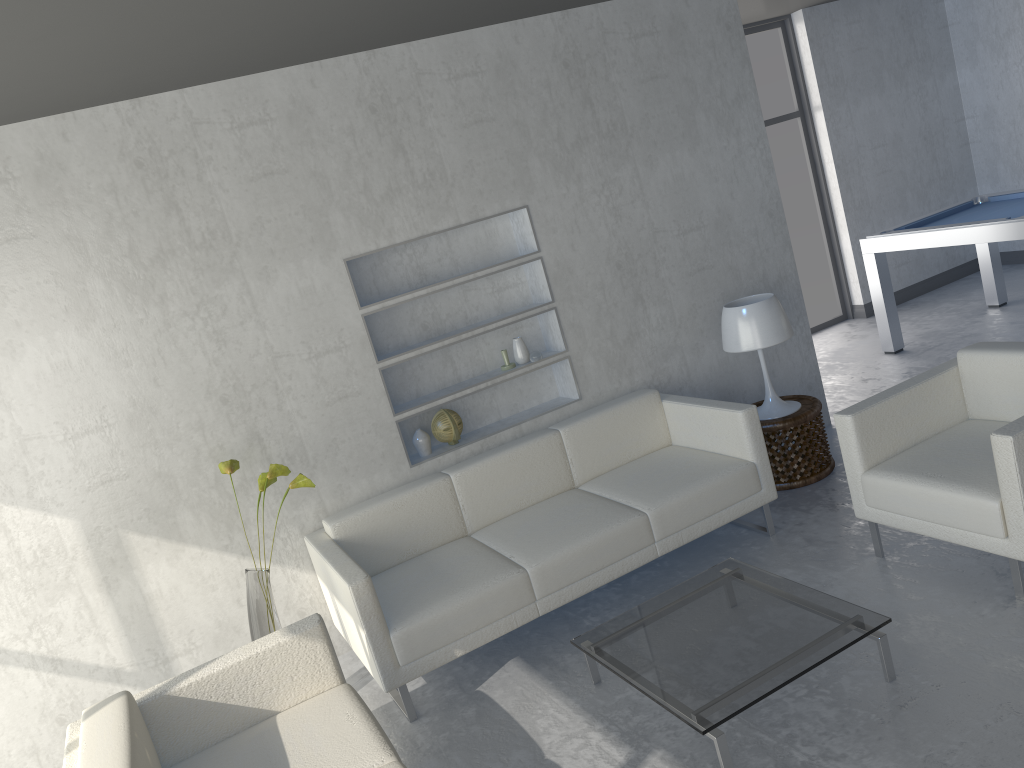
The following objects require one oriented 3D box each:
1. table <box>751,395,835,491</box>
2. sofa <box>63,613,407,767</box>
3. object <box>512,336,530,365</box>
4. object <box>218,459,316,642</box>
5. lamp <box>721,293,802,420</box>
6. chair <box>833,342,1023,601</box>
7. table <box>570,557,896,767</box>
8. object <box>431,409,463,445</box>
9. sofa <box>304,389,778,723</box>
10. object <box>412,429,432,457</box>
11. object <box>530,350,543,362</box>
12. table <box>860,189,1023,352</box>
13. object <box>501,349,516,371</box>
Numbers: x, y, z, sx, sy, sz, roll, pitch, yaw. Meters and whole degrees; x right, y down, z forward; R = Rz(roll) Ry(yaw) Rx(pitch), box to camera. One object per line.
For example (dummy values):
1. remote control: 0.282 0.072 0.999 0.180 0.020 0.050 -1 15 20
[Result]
1. table: 1.376 0.295 4.514 0.452 0.358 0.452 -6 15 42
2. sofa: -0.529 1.195 2.020 0.821 0.658 1.881 -21 12 -22
3. object: 0.042 -0.166 4.374 0.079 0.130 0.079 -21 12 -24
4. object: -0.857 0.790 3.483 0.400 1.051 0.387 -15 11 6
5. lamp: 1.246 -0.138 4.426 0.347 0.582 0.347 -8 14 36
6. chair: 1.795 0.259 3.266 0.821 0.662 0.748 -21 12 -22
7. table: 0.706 0.897 2.929 0.730 0.190 0.773 -21 12 -22
8. object: -0.292 0.202 4.226 0.163 0.179 0.088 -23 13 -31
9. sofa: 0.150 0.621 3.874 1.881 0.658 0.821 -21 12 -22
10. object: -0.425 0.275 4.199 0.086 0.128 0.086 -19 11 -11
11. object: 0.116 -0.139 4.347 0.064 0.050 0.064 -20 11 -16
12. table: 3.402 -0.748 5.350 1.180 0.835 2.095 -21 12 -22
13. object: -0.029 -0.121 4.351 0.074 0.094 0.074 -10 13 31
